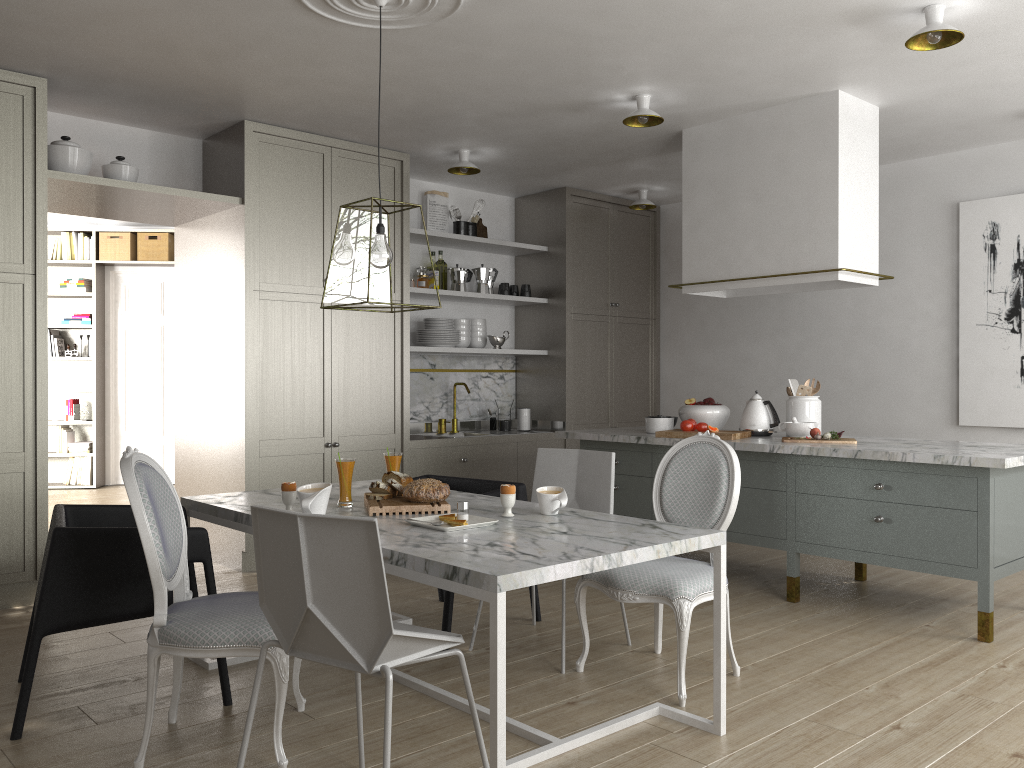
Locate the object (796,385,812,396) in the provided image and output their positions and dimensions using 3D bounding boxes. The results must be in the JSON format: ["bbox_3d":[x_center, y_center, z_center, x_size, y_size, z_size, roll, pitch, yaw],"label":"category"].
[{"bbox_3d":[1.467,0.134,4.548,0.054,0.262,0.149,0,0,-27],"label":"object"}]

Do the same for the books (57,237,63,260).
[{"bbox_3d":[-4.201,-1.253,8.277,0.041,0.217,0.146,0,0,-7],"label":"books"}]

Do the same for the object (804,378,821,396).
[{"bbox_3d":[1.537,0.118,4.617,0.131,0.296,0.056,0,0,-23],"label":"object"}]

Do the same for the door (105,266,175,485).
[{"bbox_3d":[-3.309,-0.080,8.520,1.137,2.082,0.068,0,0,-4],"label":"door"}]

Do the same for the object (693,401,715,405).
[{"bbox_3d":[1.035,0.131,4.801,0.154,0.074,0.135,0,0,43],"label":"object"}]

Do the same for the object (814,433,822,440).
[{"bbox_3d":[1.430,0.241,4.144,0.033,0.037,0.034,0,0,26],"label":"object"}]

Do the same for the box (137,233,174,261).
[{"bbox_3d":[-3.331,-1.272,8.353,0.282,0.260,0.282,0,0,-2],"label":"box"}]

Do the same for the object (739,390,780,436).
[{"bbox_3d":[1.277,0.152,4.614,0.178,0.236,0.204,0,0,-6],"label":"object"}]

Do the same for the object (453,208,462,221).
[{"bbox_3d":[-0.341,-1.084,5.988,0.039,0.185,0.132,0,0,39],"label":"object"}]

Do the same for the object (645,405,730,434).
[{"bbox_3d":[0.959,0.191,4.884,0.491,0.156,0.364,0,0,25],"label":"object"}]

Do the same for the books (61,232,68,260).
[{"bbox_3d":[-4.156,-1.274,8.306,0.054,0.262,0.198,0,0,-7],"label":"books"}]

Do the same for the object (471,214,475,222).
[{"bbox_3d":[-0.283,-1.086,6.167,0.023,0.202,0.079,0,0,28],"label":"object"}]

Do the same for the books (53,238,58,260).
[{"bbox_3d":[-4.231,-1.249,8.271,0.048,0.208,0.146,0,0,-7],"label":"books"}]

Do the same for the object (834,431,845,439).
[{"bbox_3d":[1.543,0.241,4.207,0.057,0.039,0.049,0,0,45],"label":"object"}]

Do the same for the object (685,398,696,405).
[{"bbox_3d":[0.968,0.099,4.815,0.061,0.048,0.054,0,0,11],"label":"object"}]

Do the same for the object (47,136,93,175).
[{"bbox_3d":[-2.144,-1.081,4.260,0.241,0.214,0.243,0,0,-37],"label":"object"}]

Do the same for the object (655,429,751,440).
[{"bbox_3d":[0.972,0.255,4.503,0.400,0.030,0.290,0,0,33],"label":"object"}]

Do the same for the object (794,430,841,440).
[{"bbox_3d":[1.424,0.245,4.166,0.224,0.058,0.116,0,0,-6],"label":"object"}]

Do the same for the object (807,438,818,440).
[{"bbox_3d":[1.400,0.256,4.144,0.043,0.008,0.059,0,0,0],"label":"object"}]

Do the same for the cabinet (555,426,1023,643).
[{"bbox_3d":[1.359,0.631,4.453,0.870,0.721,2.360,0,0,-42],"label":"cabinet"}]

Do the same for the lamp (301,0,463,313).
[{"bbox_3d":[-0.463,-0.820,3.120,0.584,1.108,0.584,0,0,-27],"label":"lamp"}]

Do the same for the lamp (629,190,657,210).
[{"bbox_3d":[0.939,-1.325,6.371,0.197,0.130,0.197,0,0,-37],"label":"lamp"}]

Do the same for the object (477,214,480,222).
[{"bbox_3d":[-0.264,-1.094,6.162,0.106,0.191,0.016,0,0,-32],"label":"object"}]

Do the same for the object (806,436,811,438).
[{"bbox_3d":[1.393,0.252,4.162,0.013,0.017,0.030,0,0,-33],"label":"object"}]

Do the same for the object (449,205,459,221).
[{"bbox_3d":[-0.381,-1.129,5.985,0.085,0.148,0.050,0,0,-40],"label":"object"}]

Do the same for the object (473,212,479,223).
[{"bbox_3d":[-0.266,-1.087,6.126,0.083,0.201,0.023,0,0,13],"label":"object"}]

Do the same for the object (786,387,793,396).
[{"bbox_3d":[1.473,0.139,4.571,0.117,0.251,0.061,0,0,28],"label":"object"}]

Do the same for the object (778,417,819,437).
[{"bbox_3d":[1.431,0.216,4.415,0.172,0.110,0.159,0,0,3],"label":"object"}]

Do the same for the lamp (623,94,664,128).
[{"bbox_3d":[0.629,-1.315,4.254,0.197,0.130,0.197,0,0,-7],"label":"lamp"}]

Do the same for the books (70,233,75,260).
[{"bbox_3d":[-4.091,-1.275,8.328,0.051,0.262,0.198,0,0,-7],"label":"books"}]

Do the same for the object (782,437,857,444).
[{"bbox_3d":[1.449,0.266,4.194,0.330,0.012,0.220,0,0,18],"label":"object"}]

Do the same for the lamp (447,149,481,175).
[{"bbox_3d":[-0.285,-1.320,5.267,0.197,0.130,0.197,0,0,-7],"label":"lamp"}]

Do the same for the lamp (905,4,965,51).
[{"bbox_3d":[1.543,-1.310,3.241,0.197,0.130,0.197,0,0,23],"label":"lamp"}]

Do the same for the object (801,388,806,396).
[{"bbox_3d":[1.529,0.140,4.620,0.050,0.247,0.114,0,0,-37],"label":"object"}]

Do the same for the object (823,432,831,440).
[{"bbox_3d":[1.466,0.243,4.127,0.035,0.036,0.037,0,0,36],"label":"object"}]

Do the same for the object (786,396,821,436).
[{"bbox_3d":[1.505,0.165,4.578,0.174,0.208,0.174,0,0,-25],"label":"object"}]

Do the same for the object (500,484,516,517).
[{"bbox_3d":[-0.013,0.366,2.804,0.050,0.101,0.050,0,0,-35],"label":"object"}]

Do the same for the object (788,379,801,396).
[{"bbox_3d":[1.503,0.119,4.588,0.064,0.290,0.141,0,0,-28],"label":"object"}]

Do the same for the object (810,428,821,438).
[{"bbox_3d":[1.450,0.234,4.245,0.050,0.051,0.090,0,0,11],"label":"object"}]

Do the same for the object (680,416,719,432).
[{"bbox_3d":[0.959,0.204,4.496,0.194,0.079,0.135,0,0,37],"label":"object"}]

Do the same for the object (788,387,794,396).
[{"bbox_3d":[1.495,0.140,4.615,0.118,0.250,0.033,0,0,-2],"label":"object"}]

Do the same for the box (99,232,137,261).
[{"bbox_3d":[-3.679,-1.273,8.341,0.282,0.260,0.282,0,0,-2],"label":"box"}]

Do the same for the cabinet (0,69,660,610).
[{"bbox_3d":[-1.174,-0.193,5.468,5.433,2.377,0.947,0,0,-42],"label":"cabinet"}]

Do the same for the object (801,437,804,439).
[{"bbox_3d":[1.363,0.255,4.184,0.028,0.010,0.015,0,0,22],"label":"object"}]

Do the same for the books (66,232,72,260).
[{"bbox_3d":[-4.120,-1.275,8.310,0.046,0.262,0.198,0,0,-7],"label":"books"}]

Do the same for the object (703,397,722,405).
[{"bbox_3d":[1.093,0.119,4.810,0.071,0.091,0.167,0,0,-17],"label":"object"}]

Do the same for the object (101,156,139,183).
[{"bbox_3d":[-1.956,-1.056,4.429,0.174,0.161,0.176,0,0,-37],"label":"object"}]

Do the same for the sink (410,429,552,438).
[{"bbox_3d":[-0.196,0.420,6.047,0.877,0.174,0.475,0,0,-42],"label":"sink"}]
